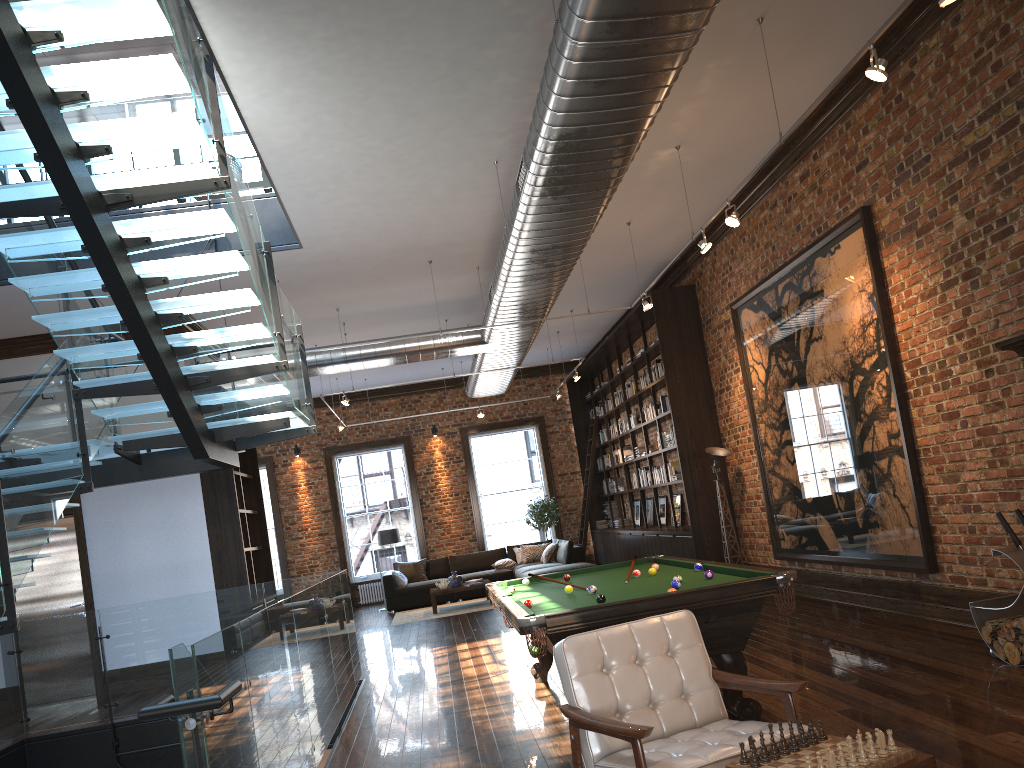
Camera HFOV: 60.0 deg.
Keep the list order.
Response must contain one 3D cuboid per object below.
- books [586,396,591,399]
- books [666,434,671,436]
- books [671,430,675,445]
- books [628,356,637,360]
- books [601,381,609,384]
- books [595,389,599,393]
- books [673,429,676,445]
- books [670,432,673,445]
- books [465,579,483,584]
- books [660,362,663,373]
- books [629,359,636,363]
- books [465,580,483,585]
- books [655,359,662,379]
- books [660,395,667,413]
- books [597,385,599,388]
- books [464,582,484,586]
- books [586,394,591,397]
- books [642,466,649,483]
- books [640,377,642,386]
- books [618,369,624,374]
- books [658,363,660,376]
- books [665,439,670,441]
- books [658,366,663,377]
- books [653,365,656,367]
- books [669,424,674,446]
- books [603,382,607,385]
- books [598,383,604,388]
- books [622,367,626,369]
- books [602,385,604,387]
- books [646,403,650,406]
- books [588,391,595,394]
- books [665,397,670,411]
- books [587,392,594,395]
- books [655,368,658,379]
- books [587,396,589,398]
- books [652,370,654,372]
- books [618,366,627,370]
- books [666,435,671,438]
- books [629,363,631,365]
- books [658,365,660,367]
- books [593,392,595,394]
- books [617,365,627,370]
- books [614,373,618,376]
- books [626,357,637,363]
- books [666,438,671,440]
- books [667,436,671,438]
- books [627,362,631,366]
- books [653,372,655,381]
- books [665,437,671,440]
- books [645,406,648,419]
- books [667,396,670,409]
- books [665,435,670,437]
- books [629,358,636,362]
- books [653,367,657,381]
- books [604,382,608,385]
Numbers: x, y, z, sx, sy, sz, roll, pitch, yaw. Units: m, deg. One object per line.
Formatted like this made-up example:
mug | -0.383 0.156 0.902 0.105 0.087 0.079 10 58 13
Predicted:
books | 1.716 0.272 18.786 0.213 0.014 0.360 -8 -8 -10
books | 2.434 0.756 13.375 0.159 0.012 0.353 -8 -8 -5
books | 2.458 0.791 13.080 0.179 0.235 0.036 -9 -4 -6
books | 2.070 -0.437 14.919 0.192 0.009 0.308 -8 -8 -5
books | 1.839 -0.017 17.462 0.191 0.007 0.368 -8 -8 -4
books | 1.796 0.121 17.845 0.229 0.033 0.275 -9 -8 -2
books | 2.465 0.757 13.011 0.167 0.280 0.072 -9 -4 -6
books | 2.443 0.767 13.118 0.184 0.298 0.013 -9 -4 -6
books | -0.636 3.291 14.812 0.207 0.028 0.262 -13 -9 26
books | 2.302 -0.207 13.123 0.164 0.256 0.100 -9 -4 -6
books | 2.081 -0.388 14.916 0.171 0.021 0.310 -8 -8 -10
books | -0.635 3.318 14.817 0.207 0.024 0.262 -13 -9 28
books | 2.268 -0.215 13.321 0.180 0.330 0.016 -9 -4 -6
books | 2.332 0.293 13.125 0.245 0.264 0.038 -8 -4 -6
books | 1.815 0.034 17.854 0.164 0.022 0.259 -9 -8 -2
books | -0.621 3.266 14.471 0.261 0.024 0.208 -5 -9 -28
books | 1.703 0.233 18.788 0.229 0.015 0.315 -8 -8 -10
books | 2.344 1.581 15.205 0.182 0.334 0.016 -9 -4 -6
books | 2.183 0.003 14.403 0.173 0.243 0.011 -9 -4 -6
books | 2.005 -0.233 15.638 0.218 0.016 0.370 -8 -8 -5
books | 2.281 -0.189 13.269 0.168 0.260 0.016 -9 -4 -6
books | 2.442 0.827 13.370 0.159 0.012 0.355 -8 -8 -9
books | 2.288 -0.171 13.196 0.189 0.201 0.027 -8 -4 -6
books | 2.259 -0.154 13.593 0.150 0.293 0.032 -9 -4 -6
books | 2.440 0.746 13.106 0.179 0.337 0.013 -9 -4 -6
books | 1.876 -0.029 16.916 0.231 0.006 0.291 -8 -8 -10
books | 1.832 0.019 17.458 0.216 0.018 0.380 -8 -8 -8
books | 2.016 -0.263 15.641 0.186 0.010 0.383 -8 -8 -5
books | 1.839 0.039 17.457 0.205 0.024 0.250 -9 -8 -2
books | 2.262 0.465 14.359 0.152 0.305 0.017 -9 -4 -6
books | 1.712 0.181 18.793 0.189 0.008 0.347 -9 -8 -2
books | 2.369 0.294 13.051 0.186 0.229 0.035 -8 -4 -6
books | 1.722 0.193 18.793 0.190 0.017 0.303 -8 -8 -8
books | 2.271 -0.144 13.460 0.168 0.230 0.028 -9 -4 -6
books | 1.717 0.260 18.787 0.225 0.011 0.272 -8 -8 -7
books | 2.256 -0.112 13.620 0.172 0.218 0.027 -8 -4 -6
books | 1.997 -0.285 15.641 0.199 0.017 0.306 -7 -8 -11
books | 2.437 0.780 13.374 0.160 0.012 0.315 -8 -8 -5
books | 2.073 -0.340 14.912 0.213 0.013 0.284 -8 -8 -4
books | 2.286 -0.180 13.248 0.172 0.235 0.026 -9 -4 -6
books | 1.742 0.209 18.793 0.160 0.021 0.298 -8 -8 -5
books | 1.991 -0.300 15.642 0.215 0.015 0.322 -8 -8 -9
books | 1.974 -0.181 16.032 0.191 0.013 0.318 -8 -8 -10
books | 2.061 -0.414 14.916 0.204 0.017 0.363 -8 -8 -9
books | 2.443 0.815 13.371 0.159 0.012 0.353 -8 -8 -5
books | 2.439 0.792 13.373 0.159 0.012 0.353 -8 -8 -5
books | 2.072 -0.361 14.913 0.193 0.030 0.316 -7 -8 -11
books | 2.253 -0.104 13.543 0.189 0.181 0.025 -8 -4 -6
books | 2.434 0.804 13.371 0.159 0.012 0.357 -7 -8 -10
books | 2.268 0.479 14.374 0.172 0.282 0.013 -9 -4 -6
books | 2.381 0.273 12.953 0.189 0.238 0.016 -8 -4 -6
books | 2.435 0.768 13.374 0.159 0.012 0.354 -8 -8 -8
books | 2.082 -0.403 14.917 0.180 0.010 0.280 -8 -8 -7
books | 2.260 -0.143 13.489 0.184 0.240 0.030 -9 -4 -6
books | 1.895 -0.022 16.917 0.209 0.014 0.293 -8 -8 -7
